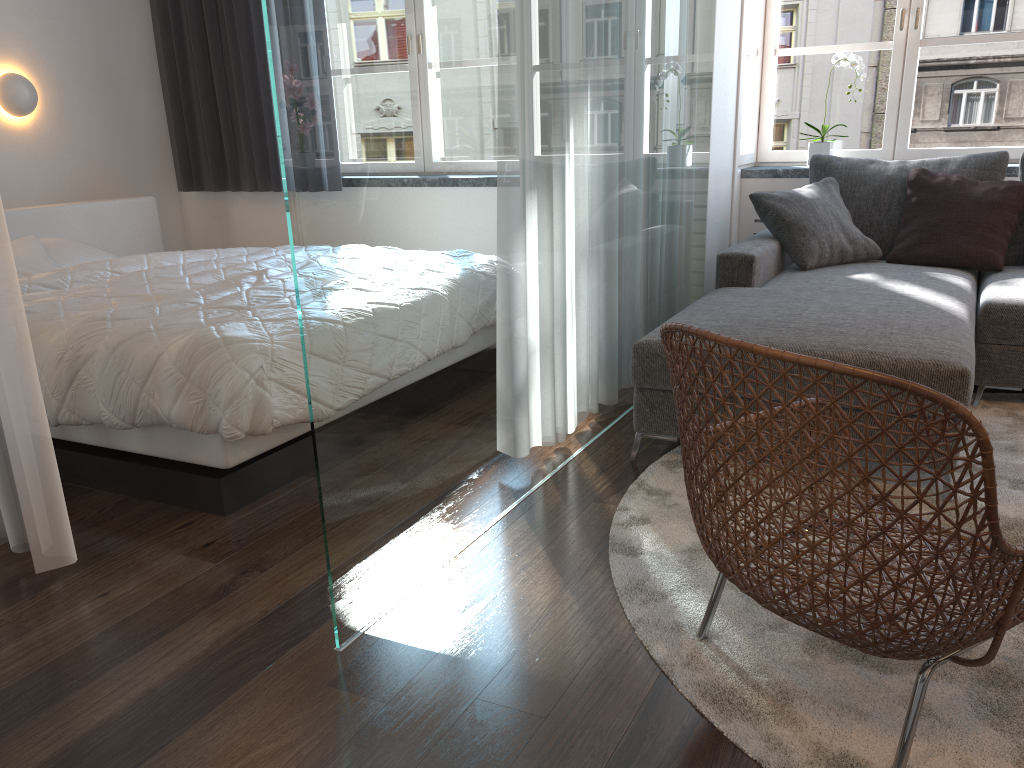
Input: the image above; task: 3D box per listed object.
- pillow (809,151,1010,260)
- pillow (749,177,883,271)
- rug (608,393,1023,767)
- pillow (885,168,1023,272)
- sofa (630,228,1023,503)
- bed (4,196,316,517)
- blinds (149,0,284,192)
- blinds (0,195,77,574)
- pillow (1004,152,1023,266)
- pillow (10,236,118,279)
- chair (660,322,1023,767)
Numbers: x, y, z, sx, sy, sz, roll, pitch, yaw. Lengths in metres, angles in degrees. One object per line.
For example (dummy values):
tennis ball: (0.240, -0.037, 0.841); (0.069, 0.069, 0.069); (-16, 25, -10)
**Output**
pillow: (1.741, -0.791, 3.995); (0.833, 0.489, 0.270); (7, 21, 26)
pillow: (1.337, -0.707, 3.887); (0.513, 0.368, 0.340); (-9, 19, -22)
rug: (1.668, 0.426, 2.163); (2.837, 0.012, 2.775); (0, 16, 7)
pillow: (1.899, -0.704, 3.762); (0.519, 0.413, 0.305); (8, 21, 28)
sofa: (2.184, -0.179, 2.982); (3.056, 0.687, 2.002); (6, 18, 26)
bed: (-1.394, -0.308, 3.674); (2.432, 0.780, 2.126); (6, 18, 26)
blinds: (-1.481, -2.075, 4.682); (1.189, 2.082, 0.130); (8, 22, 27)
blinds: (-1.938, -0.956, 2.166); (1.800, 2.799, 0.151); (8, 22, 27)
pillow: (2.522, -0.713, 3.626); (0.836, 0.486, 0.271); (7, 21, 26)
pillow: (-2.104, -0.536, 3.868); (0.618, 0.200, 0.904); (7, 18, 26)
chair: (0.678, 0.224, 1.653); (0.681, 0.726, 0.707); (-12, 21, -29)
